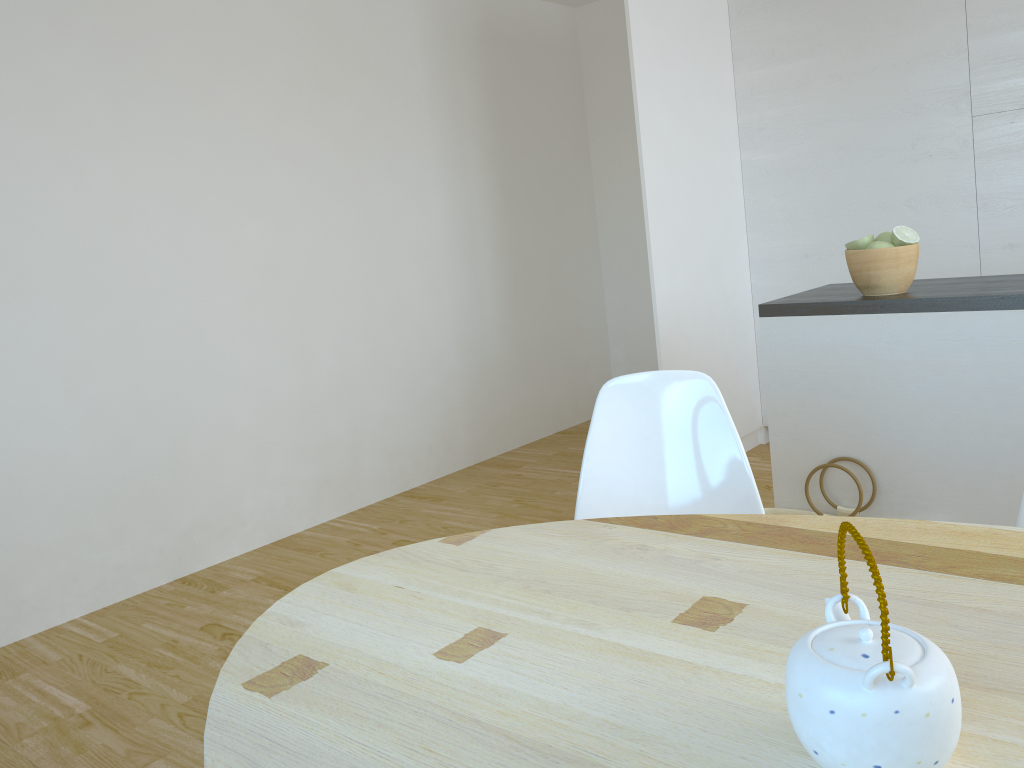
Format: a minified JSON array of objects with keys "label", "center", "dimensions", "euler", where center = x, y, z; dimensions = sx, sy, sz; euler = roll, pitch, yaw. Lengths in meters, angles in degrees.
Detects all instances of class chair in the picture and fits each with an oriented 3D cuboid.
[{"label":"chair","center":[0.329,0.458,1.802],"dimensions":[0.429,0.896,0.527],"euler":[-5,7,11]}]

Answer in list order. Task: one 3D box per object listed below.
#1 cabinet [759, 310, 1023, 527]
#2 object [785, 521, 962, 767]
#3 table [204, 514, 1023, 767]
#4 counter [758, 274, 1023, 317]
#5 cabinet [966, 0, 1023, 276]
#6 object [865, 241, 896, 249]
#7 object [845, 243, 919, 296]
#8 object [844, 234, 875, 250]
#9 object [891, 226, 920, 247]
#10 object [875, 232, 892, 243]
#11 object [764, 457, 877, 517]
[{"label":"cabinet","center":[1.920,0.209,2.236],"dimensions":[2.400,0.904,0.605],"euler":[1,10,41]},{"label":"object","center":[0.328,0.233,0.805],"dimensions":[0.147,0.210,0.178],"euler":[-1,9,40]},{"label":"table","center":[0.572,0.685,0.772],"dimensions":[2.189,0.720,1.203],"euler":[1,11,39]},{"label":"counter","center":[1.869,-0.258,2.190],"dimensions":[2.400,0.040,0.605],"euler":[2,12,41]},{"label":"cabinet","center":[3.425,-0.893,3.060],"dimensions":[3.200,2.286,0.484],"euler":[1,9,41]},{"label":"object","center":[1.091,-0.381,2.611],"dimensions":[0.097,0.085,0.082],"euler":[-6,7,6]},{"label":"object","center":[1.110,-0.341,2.649],"dimensions":[0.205,0.141,0.206],"euler":[-6,8,2]},{"label":"object","center":[1.051,-0.416,2.676],"dimensions":[0.086,0.065,0.084],"euler":[-12,10,-36]},{"label":"object","center":[1.150,-0.429,2.594],"dimensions":[0.078,0.071,0.074],"euler":[-10,8,-24]},{"label":"object","center":[1.141,-0.411,2.671],"dimensions":[0.087,0.098,0.102],"euler":[-10,8,-28]},{"label":"object","center":[0.821,0.556,2.144],"dimensions":[0.470,0.498,1.200],"euler":[-4,9,19]}]
